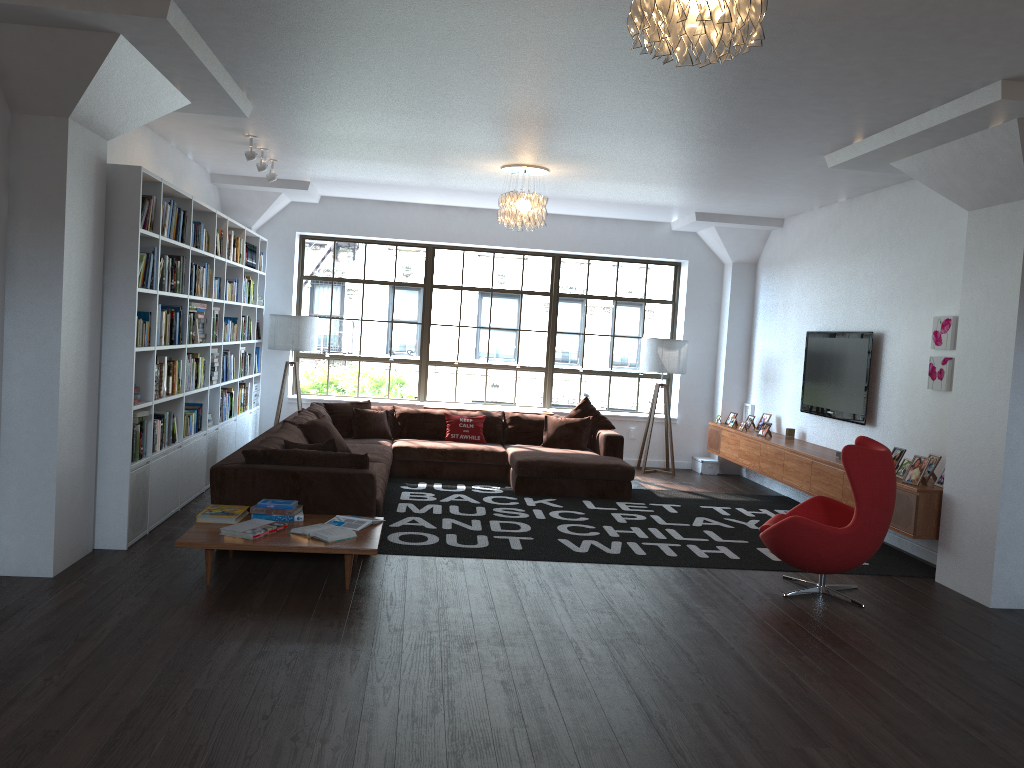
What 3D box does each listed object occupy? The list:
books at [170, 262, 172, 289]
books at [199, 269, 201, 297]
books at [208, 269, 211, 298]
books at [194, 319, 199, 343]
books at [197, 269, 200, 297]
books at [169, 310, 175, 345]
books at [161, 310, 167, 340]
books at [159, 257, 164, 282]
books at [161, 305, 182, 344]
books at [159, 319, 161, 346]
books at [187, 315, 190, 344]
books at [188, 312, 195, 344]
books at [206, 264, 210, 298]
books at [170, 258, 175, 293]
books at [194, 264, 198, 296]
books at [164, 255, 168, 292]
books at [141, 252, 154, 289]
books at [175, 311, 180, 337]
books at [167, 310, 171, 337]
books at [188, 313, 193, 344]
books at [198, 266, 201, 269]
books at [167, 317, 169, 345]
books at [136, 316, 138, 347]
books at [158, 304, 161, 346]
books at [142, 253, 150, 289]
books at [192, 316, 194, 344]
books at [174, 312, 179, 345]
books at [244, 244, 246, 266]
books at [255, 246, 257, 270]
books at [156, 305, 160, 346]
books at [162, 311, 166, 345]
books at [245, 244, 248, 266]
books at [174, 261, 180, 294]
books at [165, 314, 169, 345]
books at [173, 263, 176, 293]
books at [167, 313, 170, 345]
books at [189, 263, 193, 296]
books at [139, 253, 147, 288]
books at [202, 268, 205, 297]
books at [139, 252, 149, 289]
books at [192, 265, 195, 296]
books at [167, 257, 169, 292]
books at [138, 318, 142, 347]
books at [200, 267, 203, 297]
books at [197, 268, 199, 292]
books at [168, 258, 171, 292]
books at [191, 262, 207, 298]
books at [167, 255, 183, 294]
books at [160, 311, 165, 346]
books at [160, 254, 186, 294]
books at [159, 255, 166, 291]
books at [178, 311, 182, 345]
[{"bbox_3d":[-2.545,-0.774,6.397,0.161,0.223,0.033,3,3,-6],"label":"books"},{"bbox_3d":[-2.608,-0.822,7.182,0.161,0.223,0.027,3,3,-6],"label":"books"},{"bbox_3d":[-2.640,-0.856,7.509,0.159,0.250,0.026,3,3,-6],"label":"books"},{"bbox_3d":[-2.635,-0.437,7.211,0.161,0.207,0.135,3,3,-6],"label":"books"},{"bbox_3d":[-2.608,-0.821,7.155,0.161,0.223,0.026,3,3,-6],"label":"books"},{"bbox_3d":[-2.560,-0.415,6.472,0.182,0.253,0.034,3,3,-6],"label":"books"},{"bbox_3d":[-2.550,-0.405,6.317,0.159,0.250,0.026,3,3,-6],"label":"books"},{"bbox_3d":[-2.514,-0.762,6.107,0.174,0.236,0.142,3,3,-5],"label":"books"},{"bbox_3d":[-2.587,-0.449,6.705,0.176,0.294,0.102,3,3,-6],"label":"books"},{"bbox_3d":[-2.539,-0.384,6.190,0.161,0.223,0.027,3,3,-6],"label":"books"},{"bbox_3d":[-2.609,-0.430,6.936,0.161,0.223,0.032,3,3,-6],"label":"books"},{"bbox_3d":[-2.633,-0.455,7.089,0.183,0.253,0.042,3,3,-6],"label":"books"},{"bbox_3d":[-2.645,-0.869,7.434,0.197,0.283,0.065,3,3,-6],"label":"books"},{"bbox_3d":[-2.550,-0.792,6.433,0.183,0.253,0.042,3,3,-6],"label":"books"},{"bbox_3d":[-2.596,-0.829,7.052,0.182,0.253,0.034,3,3,-6],"label":"books"},{"bbox_3d":[-2.536,-0.786,6.281,0.180,0.259,0.042,3,3,-6],"label":"books"},{"bbox_3d":[-2.474,-0.749,5.851,0.174,0.242,0.105,3,3,-6],"label":"books"},{"bbox_3d":[-2.579,-0.424,6.610,0.182,0.253,0.034,3,3,-6],"label":"books"},{"bbox_3d":[-2.579,-0.415,6.436,0.182,0.253,0.034,3,3,-6],"label":"books"},{"bbox_3d":[-2.612,-0.441,6.979,0.174,0.240,0.054,3,3,-6],"label":"books"},{"bbox_3d":[-2.618,-0.838,7.206,0.159,0.250,0.026,3,3,-6],"label":"books"},{"bbox_3d":[-2.551,-0.394,6.371,0.161,0.223,0.026,3,3,-6],"label":"books"},{"bbox_3d":[-2.478,-0.341,5.703,0.127,0.200,0.020,3,3,-6],"label":"books"},{"bbox_3d":[-2.533,-0.415,6.147,0.176,0.290,0.053,3,3,-6],"label":"books"},{"bbox_3d":[-2.462,-0.740,5.769,0.172,0.235,0.112,3,3,-6],"label":"books"},{"bbox_3d":[-2.615,-0.437,7.055,0.161,0.223,0.032,3,3,-6],"label":"books"},{"bbox_3d":[-2.569,-0.415,6.572,0.174,0.239,0.045,3,3,-6],"label":"books"},{"bbox_3d":[-2.765,-1.301,8.915,0.161,0.223,0.032,3,3,-6],"label":"books"},{"bbox_3d":[-2.831,-1.352,9.487,0.183,0.253,0.042,3,3,-6],"label":"books"},{"bbox_3d":[-2.531,-0.408,6.086,0.197,0.283,0.065,3,3,-6],"label":"books"},{"bbox_3d":[-2.545,-0.400,6.275,0.170,0.245,0.057,3,3,-6],"label":"books"},{"bbox_3d":[-2.767,-1.305,8.981,0.161,0.223,0.032,3,3,-6],"label":"books"},{"bbox_3d":[-2.552,-0.791,6.546,0.174,0.240,0.054,3,3,-6],"label":"books"},{"bbox_3d":[-2.546,-0.393,6.344,0.161,0.223,0.027,3,3,-6],"label":"books"},{"bbox_3d":[-2.540,-0.778,6.472,0.161,0.223,0.032,3,3,-6],"label":"books"},{"bbox_3d":[-2.562,-0.401,6.402,0.167,0.230,0.037,3,3,-6],"label":"books"},{"bbox_3d":[-2.574,-0.818,6.880,0.182,0.253,0.034,3,3,-6],"label":"books"},{"bbox_3d":[-2.462,-0.737,5.737,0.152,0.232,0.104,3,3,-6],"label":"books"},{"bbox_3d":[-2.623,-0.838,7.300,0.174,0.239,0.045,3,3,-6],"label":"books"},{"bbox_3d":[-2.477,-0.746,5.811,0.172,0.239,0.093,3,3,-6],"label":"books"},{"bbox_3d":[-2.585,-0.816,6.953,0.174,0.239,0.045,3,3,-6],"label":"books"},{"bbox_3d":[-2.538,-0.784,6.321,0.160,0.251,0.039,3,3,-6],"label":"books"},{"bbox_3d":[-2.488,-0.337,5.771,0.134,0.184,0.030,3,3,-6],"label":"books"},{"bbox_3d":[-2.621,-0.838,7.248,0.170,0.245,0.057,3,3,-6],"label":"books"},{"bbox_3d":[-2.613,-0.823,7.122,0.167,0.230,0.037,3,3,-6],"label":"books"},{"bbox_3d":[-2.539,-0.784,6.361,0.171,0.246,0.039,3,3,-6],"label":"books"},{"bbox_3d":[-2.635,-0.868,7.374,0.176,0.290,0.053,3,3,-6],"label":"books"},{"bbox_3d":[-2.580,-0.822,6.657,0.198,0.284,0.049,3,3,-6],"label":"books"},{"bbox_3d":[-2.536,-0.394,6.225,0.174,0.239,0.045,3,3,-6],"label":"books"},{"bbox_3d":[-2.568,-0.827,6.710,0.176,0.291,0.053,3,3,-6],"label":"books"},{"bbox_3d":[-2.522,-0.777,6.196,0.183,0.253,0.042,3,3,-6],"label":"books"},{"bbox_3d":[-2.572,-0.426,6.645,0.182,0.253,0.034,3,3,-6],"label":"books"}]
